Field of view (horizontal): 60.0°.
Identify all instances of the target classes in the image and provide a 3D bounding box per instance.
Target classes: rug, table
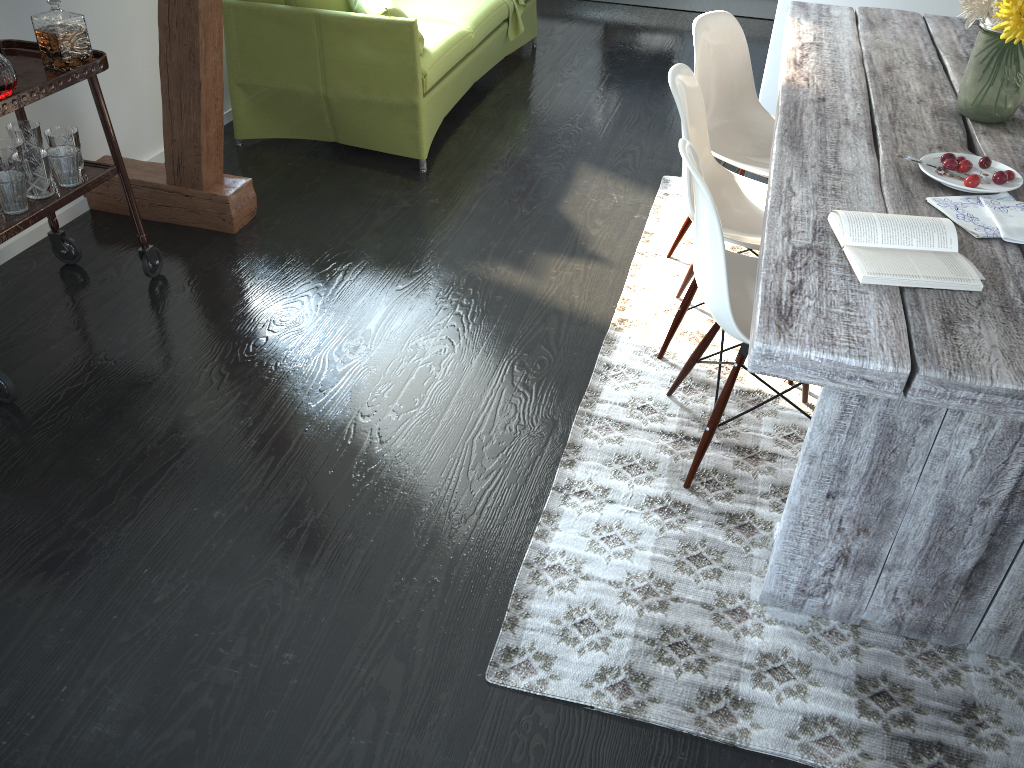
[{"bbox_3d":[1.212,0.011,2.609,1.898,0.022,2.677,11,37,11],"label":"rug"},{"bbox_3d":[1.220,-0.314,2.400,1.141,0.788,2.421,11,37,11],"label":"table"}]

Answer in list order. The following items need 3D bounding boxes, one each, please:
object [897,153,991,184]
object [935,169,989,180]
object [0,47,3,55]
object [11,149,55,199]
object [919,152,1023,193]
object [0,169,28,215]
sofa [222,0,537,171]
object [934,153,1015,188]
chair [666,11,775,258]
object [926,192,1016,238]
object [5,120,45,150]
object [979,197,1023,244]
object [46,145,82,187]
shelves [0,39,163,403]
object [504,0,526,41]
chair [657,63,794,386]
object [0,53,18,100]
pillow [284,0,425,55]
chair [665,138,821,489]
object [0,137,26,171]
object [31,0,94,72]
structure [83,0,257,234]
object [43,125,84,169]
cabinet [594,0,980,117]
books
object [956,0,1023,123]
[{"bbox_3d":[0.909,-0.454,1.870,0.194,0.022,0.019,21,40,23],"label":"object"},{"bbox_3d":[0.946,-0.444,1.871,0.110,0.011,0.058,13,37,14],"label":"object"},{"bbox_3d":[-1.371,-0.918,2.267,0.081,0.307,0.081,15,38,16],"label":"object"},{"bbox_3d":[-1.342,-0.589,2.496,0.095,0.119,0.095,-12,38,-19],"label":"object"},{"bbox_3d":[0.963,-0.439,1.871,0.205,0.024,0.205,6,36,5],"label":"object"},{"bbox_3d":[-1.365,-0.520,2.417,0.092,0.099,0.092,-2,36,-7],"label":"object"},{"bbox_3d":[-0.526,-1.904,4.453,0.898,0.825,2.093,10,37,10],"label":"sofa"},{"bbox_3d":[0.979,-0.452,1.869,0.132,0.034,0.144,-6,37,-11],"label":"object"},{"bbox_3d":[0.828,-0.793,3.024,0.542,0.801,0.465,29,43,31],"label":"chair"},{"bbox_3d":[0.933,-0.332,1.727,0.182,0.014,0.185,-4,36,-10],"label":"object"},{"bbox_3d":[-1.458,-0.722,2.672,0.095,0.119,0.095,-12,38,-19],"label":"object"},{"bbox_3d":[1.009,-0.308,1.698,0.182,0.016,0.179,8,36,7],"label":"object"},{"bbox_3d":[-1.293,-0.629,2.573,0.092,0.099,0.092,-2,36,-7],"label":"object"},{"bbox_3d":[-1.445,-0.490,2.516,0.438,0.732,0.803,9,36,8],"label":"shelves"},{"bbox_3d":[-0.239,-2.252,4.915,0.722,0.493,0.711,8,36,7],"label":"object"},{"bbox_3d":[0.669,-0.472,2.571,0.542,0.801,0.465,12,37,12],"label":"chair"},{"bbox_3d":[-1.311,-0.850,2.188,0.114,0.292,0.114,-6,37,-11],"label":"object"},{"bbox_3d":[-0.628,-1.616,3.715,0.600,0.387,0.475,9,36,9],"label":"pillow"},{"bbox_3d":[0.617,-0.166,2.144,0.542,0.801,0.465,3,36,0],"label":"chair"},{"bbox_3d":[-1.443,-0.639,2.558,0.095,0.119,0.095,-12,38,-19],"label":"object"},{"bbox_3d":[-1.248,-0.988,2.449,0.101,0.211,0.101,21,40,23],"label":"object"},{"bbox_3d":[-1.763,-0.427,1.382,1.023,1.963,12.350,11,37,11],"label":"structure"},{"bbox_3d":[-1.332,-0.699,2.649,0.095,0.119,0.095,-12,38,-19],"label":"object"},{"bbox_3d":[2.034,-2.964,4.781,4.208,2.369,3.033,11,37,11],"label":"cabinet"},{"bbox_3d":[0.696,-0.251,1.579,0.202,0.042,0.251,4,36,2],"label":"books"},{"bbox_3d":[1.191,-0.819,2.116,0.233,0.365,0.293,-6,37,-12],"label":"object"}]
